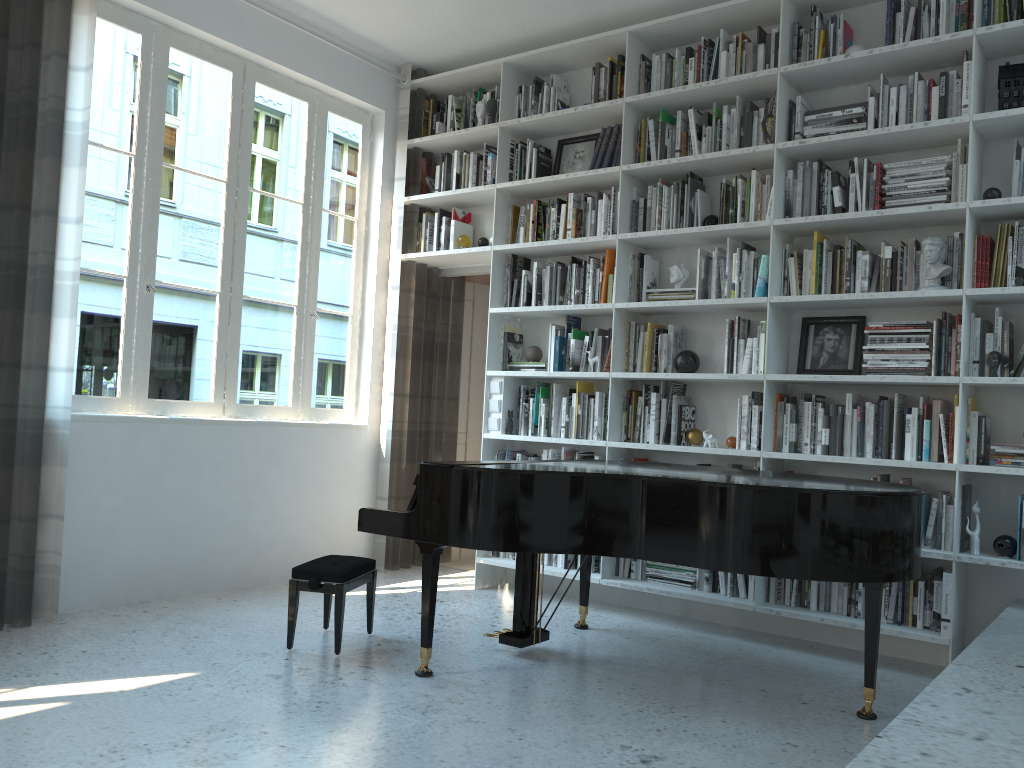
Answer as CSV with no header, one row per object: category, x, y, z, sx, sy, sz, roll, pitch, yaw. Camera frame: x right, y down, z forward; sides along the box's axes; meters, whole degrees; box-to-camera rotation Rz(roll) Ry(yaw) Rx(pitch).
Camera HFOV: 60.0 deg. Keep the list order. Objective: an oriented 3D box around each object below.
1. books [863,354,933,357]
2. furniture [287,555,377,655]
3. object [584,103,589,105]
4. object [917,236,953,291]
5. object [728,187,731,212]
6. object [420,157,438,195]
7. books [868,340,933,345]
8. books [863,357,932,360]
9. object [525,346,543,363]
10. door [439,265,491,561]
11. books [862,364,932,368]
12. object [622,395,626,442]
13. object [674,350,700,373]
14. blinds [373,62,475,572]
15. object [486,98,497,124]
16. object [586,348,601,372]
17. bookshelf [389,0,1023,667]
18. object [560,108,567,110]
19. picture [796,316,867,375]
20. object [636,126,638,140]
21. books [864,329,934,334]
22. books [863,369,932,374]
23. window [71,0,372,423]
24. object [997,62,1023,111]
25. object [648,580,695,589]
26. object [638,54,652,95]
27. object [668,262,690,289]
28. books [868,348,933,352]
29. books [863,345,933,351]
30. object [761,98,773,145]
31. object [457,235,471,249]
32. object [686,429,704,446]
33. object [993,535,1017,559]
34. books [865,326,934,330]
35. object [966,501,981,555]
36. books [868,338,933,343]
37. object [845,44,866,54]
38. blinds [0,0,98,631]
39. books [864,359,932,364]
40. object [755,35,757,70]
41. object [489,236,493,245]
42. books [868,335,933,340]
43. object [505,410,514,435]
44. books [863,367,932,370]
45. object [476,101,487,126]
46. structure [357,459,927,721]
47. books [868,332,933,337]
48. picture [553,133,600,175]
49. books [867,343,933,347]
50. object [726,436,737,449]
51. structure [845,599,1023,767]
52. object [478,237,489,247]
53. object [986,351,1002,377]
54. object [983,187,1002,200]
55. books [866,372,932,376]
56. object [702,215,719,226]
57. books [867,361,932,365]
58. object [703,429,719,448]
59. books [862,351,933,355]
books,1.773,-0.124,4.044,0.285,0.012,0.159,1,-3,38
furniture,-0.768,0.930,3.821,0.240,0.353,0.467,3,-2,11
object,0.433,-1.565,5.083,0.082,0.083,0.082,3,-2,14
object,1.837,-0.515,3.850,0.137,0.244,0.138,3,-2,2
object,1.147,-0.885,4.567,0.010,0.225,0.142,2,-2,36
object,-0.551,-1.326,5.817,0.035,0.295,0.176,2,-2,36
books,1.774,-0.185,4.044,0.254,0.012,0.161,1,-3,33
books,1.773,-0.112,4.046,0.285,0.012,0.159,1,-3,37
object,0.129,-0.173,5.231,0.105,0.106,0.105,3,-2,14
door,-0.054,0.248,6.050,0.834,1.980,0.787,2,-2,36
books,1.766,-0.077,4.037,0.285,0.012,0.159,1,-3,41
object,0.650,0.191,4.855,0.012,0.254,0.161,2,-2,36
object,0.918,-0.111,4.646,0.134,0.135,0.133,3,-2,-5
blinds,-0.546,-0.412,5.928,0.140,3.230,0.776,2,-2,36
object,-0.124,-1.628,5.359,0.067,0.198,0.067,3,-2,-11
object,0.442,-0.130,4.825,0.081,0.140,0.044,2,-2,20
bookshelf,1.807,-0.301,3.952,6.295,3.141,0.330,1,-2,36
object,0.307,-1.568,5.176,0.082,0.083,0.082,3,-2,14
picture,1.540,-0.179,4.281,0.300,0.299,0.077,2,-2,36
object,0.726,-1.275,4.894,0.012,0.254,0.161,2,-2,36
books,1.778,-0.233,4.047,0.285,0.012,0.159,1,-3,38
books,1.765,-0.054,4.036,0.285,0.012,0.159,2,-3,31
window,-1.520,-0.799,4.875,0.073,2.008,1.984,2,-2,36
object,2.135,-1.243,3.757,0.135,0.248,0.135,2,-2,26
object,0.860,1.041,4.636,0.254,0.007,0.161,1,-3,39
object,0.746,-1.657,4.905,0.012,0.285,0.159,2,-2,36
object,0.888,-0.573,4.724,0.121,0.157,0.095,4,-2,-40
books,1.770,-0.149,4.039,0.254,0.012,0.161,2,-3,31
books,1.771,-0.161,4.039,0.285,0.012,0.159,1,-3,41
object,1.250,-1.270,4.327,0.075,0.254,0.075,3,-2,15
object,-0.299,-0.888,5.539,0.087,0.088,0.087,3,-2,-5
object,0.949,0.277,4.610,0.091,0.092,0.091,3,-2,14
object,2.035,0.669,3.653,0.094,0.094,0.093,3,-2,-5
books,1.775,-0.246,4.041,0.285,0.012,0.159,2,-3,31
object,1.932,0.600,3.705,0.046,0.224,0.053,4,-2,-42
books,1.774,-0.197,4.042,0.254,0.012,0.161,2,-3,32
object,1.624,-1.549,4.192,0.105,0.106,0.104,3,-2,14
blinds,-2.198,-0.587,3.681,0.140,3.230,0.776,2,-2,36
books,1.774,-0.100,4.047,0.285,0.012,0.159,1,-3,36
object,1.271,-1.626,4.514,0.010,0.246,0.157,2,-2,36
object,-0.104,-0.875,5.429,0.071,0.072,0.071,3,-2,14
books,1.776,-0.209,4.044,0.254,0.012,0.161,1,-3,33
object,-0.013,0.224,5.162,0.045,0.146,0.045,3,-2,-15
books,1.771,-0.065,4.044,0.285,0.012,0.159,1,-3,35
object,-0.189,-1.629,5.407,0.067,0.198,0.067,3,-2,-11
structure,0.539,0.754,3.502,1.918,0.832,1.335,1,-3,36
books,1.775,-0.221,4.043,0.254,0.012,0.161,2,-3,32
picture,0.381,-1.311,5.208,0.300,0.299,0.077,2,-2,36
books,1.774,-0.172,4.043,0.254,0.012,0.161,1,-3,39
object,1.104,0.294,4.442,0.061,0.062,0.061,3,-2,-5
structure,2.330,0.874,1.798,2.899,0.659,3.114,1,-3,36
object,-0.177,-0.876,5.509,0.071,0.072,0.071,3,-2,14
object,1.997,-0.082,3.673,0.054,0.113,0.079,2,-2,35
object,2.038,-0.798,3.764,0.071,0.072,0.071,3,-2,-5
books,1.768,-0.041,4.042,0.254,0.012,0.161,1,-3,38
object,1.033,-0.825,4.584,0.097,0.098,0.097,3,-2,-5
books,1.767,-0.090,4.038,0.254,0.012,0.161,2,-3,31
object,1.007,0.275,4.486,0.078,0.095,0.060,4,-2,-37
books,1.769,-0.137,4.038,0.285,0.012,0.159,1,-3,41
